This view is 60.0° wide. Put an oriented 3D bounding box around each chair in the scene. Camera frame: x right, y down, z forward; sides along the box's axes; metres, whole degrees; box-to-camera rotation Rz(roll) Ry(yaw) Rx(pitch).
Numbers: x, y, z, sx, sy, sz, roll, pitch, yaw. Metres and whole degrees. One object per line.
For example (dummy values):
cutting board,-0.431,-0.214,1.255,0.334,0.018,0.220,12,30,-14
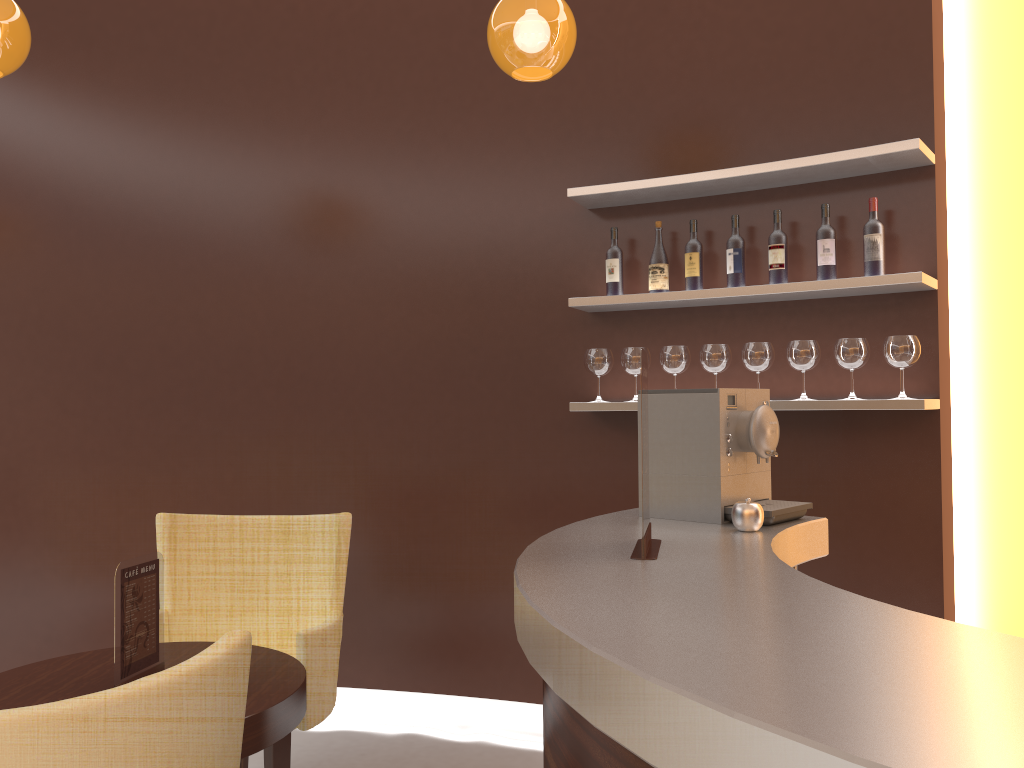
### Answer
chair,-0.837,0.937,1.510,0.729,1.017,0.685,0,-1,-24
chair,-0.953,0.976,3.105,0.729,1.017,0.685,-1,-1,5

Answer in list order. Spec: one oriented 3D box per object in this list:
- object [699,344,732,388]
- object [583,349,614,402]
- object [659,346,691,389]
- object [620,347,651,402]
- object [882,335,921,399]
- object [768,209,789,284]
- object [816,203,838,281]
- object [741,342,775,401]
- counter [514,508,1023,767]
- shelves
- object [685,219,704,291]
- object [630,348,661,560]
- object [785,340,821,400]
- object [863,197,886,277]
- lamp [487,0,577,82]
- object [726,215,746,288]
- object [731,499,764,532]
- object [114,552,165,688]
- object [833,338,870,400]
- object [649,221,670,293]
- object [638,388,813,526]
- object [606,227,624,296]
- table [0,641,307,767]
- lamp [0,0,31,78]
object,0.790,-0.042,3.442,0.125,0.221,0.125,-1,-1,23
object,0.358,-0.033,3.663,0.125,0.221,0.125,-1,-1,23
object,0.647,-0.039,3.521,0.125,0.221,0.125,-1,-1,23
object,0.502,-0.036,3.595,0.125,0.221,0.125,-1,-1,23
object,1.355,-0.055,3.082,0.125,0.221,0.125,-1,-1,23
object,1.000,-0.506,3.331,0.073,0.297,0.073,-1,-1,8
object,1.147,-0.509,3.237,0.073,0.297,0.073,0,-1,-5
object,0.933,-0.045,3.362,0.125,0.221,0.125,-1,-1,23
counter,1.014,0.871,1.124,2.917,1.100,1.586,-2,-2,43
shelves,2.047,-0.390,2.174,0.586,0.902,4.744,1,-2,-45
object,0.718,-0.499,3.499,0.073,0.297,0.073,0,-2,-33
object,0.279,0.137,1.850,0.052,0.414,0.258,-1,-1,12
object,1.076,-0.048,3.274,0.125,0.221,0.125,-1,-1,23
object,1.284,-0.512,3.145,0.073,0.297,0.073,-1,-1,8
lamp,0.061,-1.779,2.966,0.299,1.500,0.299,0,-1,-24
object,0.863,-0.502,3.416,0.073,0.297,0.073,-1,-1,8
object,0.557,0.309,2.096,0.075,0.077,0.075,0,-2,-33
object,-0.972,0.619,2.320,0.042,0.335,0.209,-1,-1,12
object,1.220,-0.052,3.184,0.125,0.221,0.125,-1,-1,23
object,0.593,-0.502,3.569,0.086,0.303,0.086,0,-1,-23
object,0.568,0.183,2.355,0.373,0.340,0.270,-2,-2,43
object,0.421,-0.494,3.633,0.073,0.297,0.073,-1,-1,8
table,-0.984,1.126,2.305,0.874,0.679,0.872,-2,-2,44
lamp,-1.738,-1.765,2.898,0.299,1.500,0.299,0,-1,-24
